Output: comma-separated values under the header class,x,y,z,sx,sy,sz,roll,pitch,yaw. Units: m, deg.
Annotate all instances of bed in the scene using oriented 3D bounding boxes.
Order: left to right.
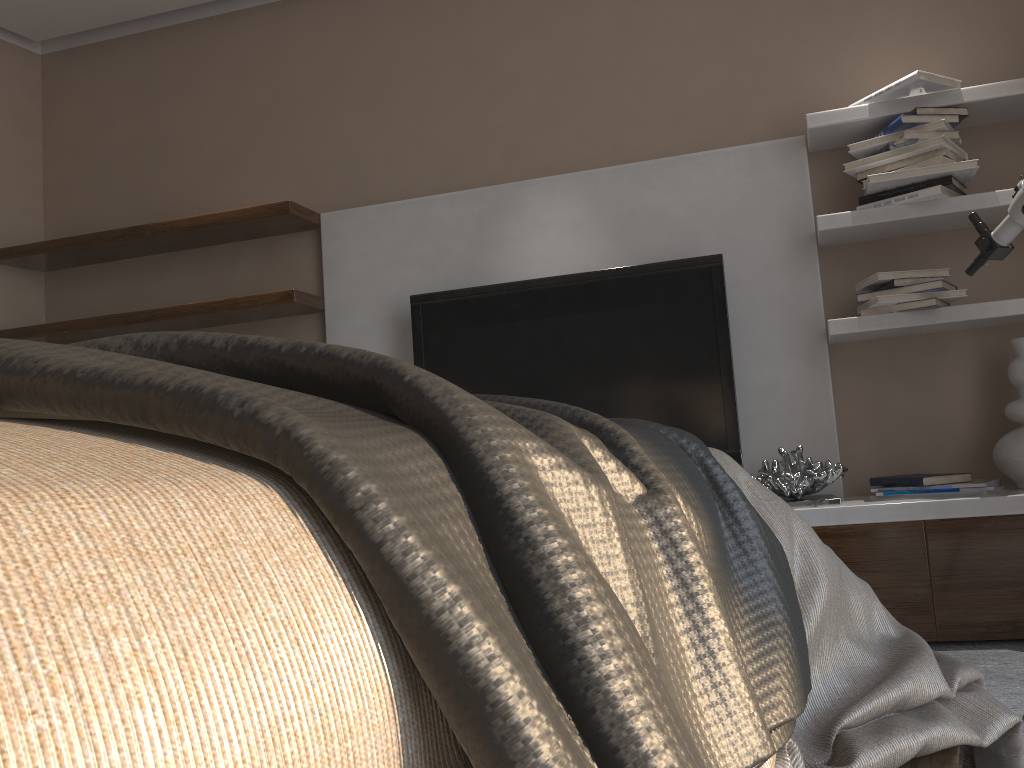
class,x,y,z,sx,sy,sz,roll,pitch,yaw
bed,-0.932,0.366,0.519,2.195,0.624,2.392,-7,-6,26

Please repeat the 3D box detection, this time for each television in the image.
class,x,y,z,sx,sy,sz,roll,pitch,yaw
television,0.207,-0.005,2.980,1.072,0.714,0.148,-6,-6,14

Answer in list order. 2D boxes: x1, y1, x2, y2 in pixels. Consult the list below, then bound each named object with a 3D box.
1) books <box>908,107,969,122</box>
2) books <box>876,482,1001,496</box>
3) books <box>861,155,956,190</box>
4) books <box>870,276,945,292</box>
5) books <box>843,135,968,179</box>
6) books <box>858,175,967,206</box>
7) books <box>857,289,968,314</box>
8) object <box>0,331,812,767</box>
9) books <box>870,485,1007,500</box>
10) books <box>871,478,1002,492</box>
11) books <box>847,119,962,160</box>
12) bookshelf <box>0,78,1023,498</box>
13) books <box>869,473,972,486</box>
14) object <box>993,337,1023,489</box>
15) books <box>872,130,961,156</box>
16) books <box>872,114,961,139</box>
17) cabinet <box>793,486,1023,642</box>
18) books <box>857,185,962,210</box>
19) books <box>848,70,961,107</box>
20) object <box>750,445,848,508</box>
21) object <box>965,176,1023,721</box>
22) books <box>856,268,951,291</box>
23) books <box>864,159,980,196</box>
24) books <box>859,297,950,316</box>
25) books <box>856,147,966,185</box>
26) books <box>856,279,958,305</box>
class,x,y,z,sx,sy,sz,roll,pitch,yaw
books,1.265,-0.793,2.729,0.178,0.028,0.260,-4,-6,-6
books,1.265,0.310,2.604,0.304,0.011,0.265,-8,-7,31
books,1.252,-0.637,2.726,0.209,0.028,0.248,0,-8,-41
books,1.218,-0.295,2.744,0.165,0.026,0.245,-4,-6,-1
books,1.218,-0.686,2.725,0.295,0.027,0.236,-10,-8,41
books,1.246,-0.583,2.735,0.268,0.031,0.198,-9,-7,37
books,1.221,-0.251,2.695,0.272,0.021,0.195,-5,-6,1
object,-0.719,0.213,0.954,1.969,0.322,0.644,-7,-6,24
books,1.259,0.321,2.596,0.302,0.011,0.266,-10,-8,41
books,1.262,0.301,2.613,0.302,0.011,0.266,-9,-7,36
books,1.212,-0.738,2.716,0.276,0.022,0.219,-9,-7,36
bookshelf,0.124,-0.147,3.015,4.408,1.203,0.237,-6,-6,14
books,1.221,0.286,2.637,0.179,0.028,0.255,-3,-6,-13
object,1.521,0.080,2.548,0.258,0.432,0.272,-6,-6,16
books,1.220,-0.716,2.693,0.188,0.026,0.240,-4,-6,-8
books,1.219,-0.764,2.715,0.197,0.027,0.272,-4,-6,-7
cabinet,0.121,0.628,2.834,4.447,0.370,0.462,-6,-6,14
books,1.235,-0.555,2.730,0.248,0.028,0.209,-10,-8,43
books,1.210,-0.884,2.716,0.214,0.027,0.258,-2,-7,-28
object,0.843,0.276,2.650,0.318,0.177,0.329,-6,-6,12
object,1.227,-0.075,1.747,0.578,1.406,0.636,-6,-6,18
books,1.203,-0.320,2.716,0.231,0.023,0.171,-4,-6,-4
books,1.243,-0.615,2.688,0.304,0.027,0.229,-6,-6,15
books,1.209,-0.226,2.707,0.217,0.025,0.182,-9,-7,36
books,1.240,-0.662,2.736,0.268,0.031,0.199,-10,-8,42
books,1.211,-0.274,2.696,0.245,0.025,0.191,-9,-7,37
